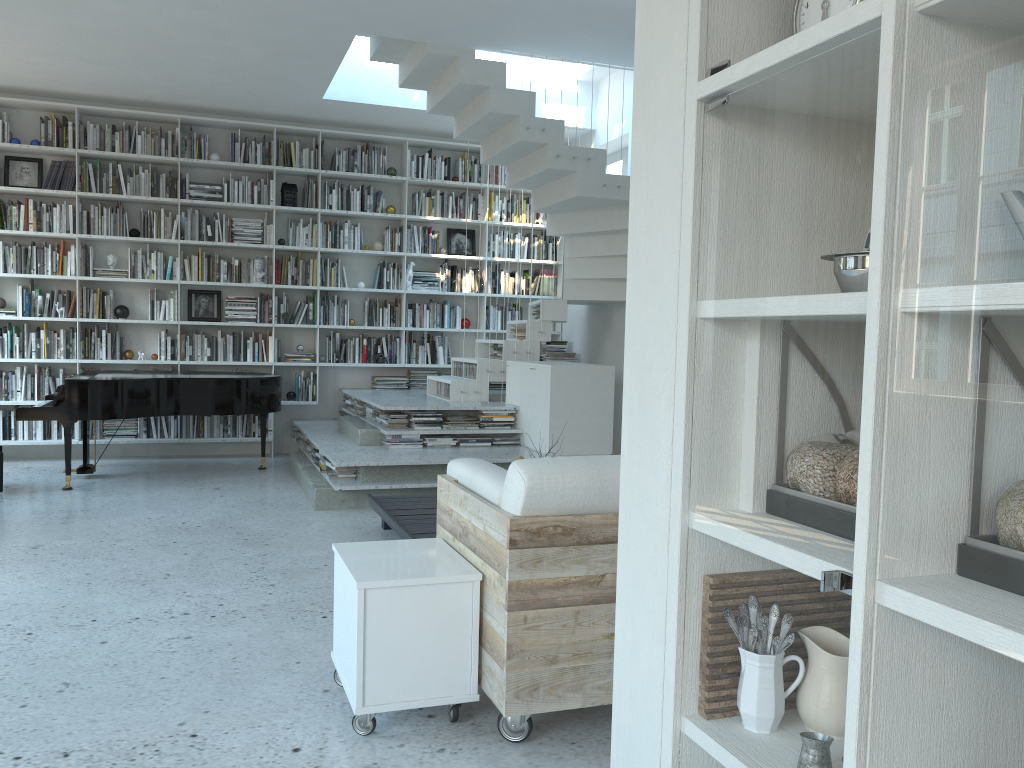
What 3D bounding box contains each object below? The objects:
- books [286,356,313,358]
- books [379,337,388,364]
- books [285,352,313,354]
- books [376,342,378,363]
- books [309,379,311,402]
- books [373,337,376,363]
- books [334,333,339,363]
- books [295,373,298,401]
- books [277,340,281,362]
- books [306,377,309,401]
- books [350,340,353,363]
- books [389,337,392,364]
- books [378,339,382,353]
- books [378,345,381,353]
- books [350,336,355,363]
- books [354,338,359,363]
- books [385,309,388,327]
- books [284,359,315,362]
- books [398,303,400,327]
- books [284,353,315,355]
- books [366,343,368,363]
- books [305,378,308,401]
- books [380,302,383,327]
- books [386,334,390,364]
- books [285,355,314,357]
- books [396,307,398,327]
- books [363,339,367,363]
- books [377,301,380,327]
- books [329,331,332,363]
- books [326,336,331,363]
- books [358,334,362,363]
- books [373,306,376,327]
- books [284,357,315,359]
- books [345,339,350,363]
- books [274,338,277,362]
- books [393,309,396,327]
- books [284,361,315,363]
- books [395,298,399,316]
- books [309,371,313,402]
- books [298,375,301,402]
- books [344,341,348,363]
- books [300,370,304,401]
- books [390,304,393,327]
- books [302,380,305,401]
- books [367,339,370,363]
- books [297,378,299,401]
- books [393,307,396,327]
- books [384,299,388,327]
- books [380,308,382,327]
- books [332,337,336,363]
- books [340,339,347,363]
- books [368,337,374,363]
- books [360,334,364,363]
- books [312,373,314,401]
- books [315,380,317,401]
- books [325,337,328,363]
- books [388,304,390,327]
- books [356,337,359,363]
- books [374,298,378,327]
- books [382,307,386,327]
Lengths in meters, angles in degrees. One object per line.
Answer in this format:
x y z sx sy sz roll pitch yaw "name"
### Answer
-2.070 -0.265 8.630 0.254 0.012 0.160 1 3 -14 "books"
-1.296 -0.341 8.944 0.070 0.266 0.185 0 4 -19 "books"
-2.067 -0.301 8.620 0.254 0.012 0.160 1 3 -10 "books"
-1.376 -0.315 8.928 0.022 0.211 0.135 0 4 -19 "books"
-1.977 0.060 8.627 0.011 0.212 0.178 0 4 -19 "books"
-1.397 -0.341 8.917 0.026 0.263 0.169 0 4 -19 "books"
-1.739 -0.358 8.775 0.030 0.294 0.188 0 4 -19 "books"
-2.093 0.032 8.602 0.005 0.264 0.162 0 4 -19 "books"
-2.272 -0.321 8.621 0.030 0.210 0.136 0 4 -19 "books"
-1.993 0.052 8.639 0.012 0.226 0.149 0 4 -19 "books"
-1.613 -0.325 8.845 0.024 0.228 0.159 0 4 -19 "books"
-1.245 -0.341 8.973 0.021 0.265 0.150 0 4 -19 "books"
-1.335 -0.333 8.937 0.012 0.249 0.164 0 4 -19 "books"
-1.352 -0.299 8.931 0.025 0.181 0.169 0 4 -19 "books"
-1.593 -0.344 8.848 0.014 0.268 0.171 0 4 -19 "books"
-1.560 -0.336 8.849 0.025 0.253 0.181 0 4 -19 "books"
-1.279 -0.665 8.921 0.019 0.183 0.190 0 4 -19 "books"
-2.071 -0.229 8.634 0.285 0.012 0.159 1 3 -14 "books"
-1.163 -0.695 8.987 0.019 0.241 0.134 0 4 -19 "books"
-2.069 -0.290 8.627 0.285 0.012 0.159 1 3 -15 "books"
-1.466 -0.329 8.897 0.025 0.238 0.156 0 4 -19 "books"
-2.005 0.053 8.618 0.026 0.225 0.175 0 4 -19 "books"
-1.323 -0.698 8.928 0.030 0.244 0.135 0 4 -19 "books"
-1.260 -0.355 8.966 0.013 0.294 0.134 0 4 -19 "books"
-2.067 -0.277 8.619 0.254 0.012 0.160 0 3 -19 "books"
-1.179 -0.676 8.963 0.013 0.204 0.158 0 4 -19 "books"
-1.488 -0.331 8.874 0.031 0.244 0.184 0 4 -19 "books"
-1.348 -0.699 8.888 0.018 0.251 0.183 0 4 -19 "books"
-1.793 -0.369 8.755 0.010 0.316 0.186 0 4 -19 "books"
-1.809 -0.342 8.751 0.023 0.262 0.186 0 4 -19 "books"
-1.525 -0.353 8.879 0.012 0.285 0.159 0 4 -19 "books"
-1.397 -0.681 8.914 0.031 0.209 0.122 0 4 -19 "books"
-2.069 -0.253 8.627 0.285 0.012 0.159 1 3 -16 "books"
-1.639 -0.329 8.840 0.029 0.235 0.142 0 4 -19 "books"
-2.298 -0.330 8.609 0.027 0.229 0.141 0 4 -19 "books"
-1.202 -0.663 8.936 0.016 0.180 0.189 0 4 -19 "books"
-2.070 -0.217 8.630 0.285 0.012 0.159 1 3 -16 "books"
-1.166 -0.721 8.956 0.007 0.296 0.162 0 4 -19 "books"
-1.963 0.023 8.637 0.021 0.285 0.172 0 4 -19 "books"
-2.069 0.042 8.602 0.014 0.246 0.176 0 4 -19 "books"
-1.655 -0.319 8.824 0.011 0.217 0.175 0 4 -19 "books"
-2.053 0.013 8.626 0.032 0.300 0.148 0 4 -19 "books"
-1.227 -0.690 8.953 0.021 0.232 0.155 0 4 -19 "books"
-2.032 0.063 8.635 0.013 0.202 0.139 0 4 -19 "books"
-1.447 -0.331 8.910 0.021 0.243 0.131 0 4 -19 "books"
-2.088 0.049 8.614 0.012 0.229 0.129 0 4 -19 "books"
-1.196 -0.677 8.967 0.016 0.205 0.141 0 4 -19 "books"
-1.267 -0.711 8.925 0.006 0.274 0.172 0 4 -19 "books"
-1.332 -0.665 8.896 0.018 0.182 0.182 0 4 -19 "books"
-1.765 -0.339 8.768 0.023 0.256 0.178 0 4 -19 "books"
-1.690 -0.327 8.810 0.065 0.231 0.162 0 4 -19 "books"
-1.419 -0.340 8.902 0.026 0.262 0.173 0 4 -19 "books"
-1.506 -0.356 8.862 0.012 0.293 0.175 0 4 -19 "books"
-1.953 0.029 8.664 0.015 0.271 0.157 0 4 -19 "books"
-1.929 0.061 8.673 0.012 0.206 0.160 0 4 -19 "books"
-1.832 -0.339 8.764 0.012 0.254 0.160 0 4 -19 "books"
-1.257 -0.689 8.929 0.018 0.229 0.181 0 4 -19 "books"
-1.551 -0.342 8.885 0.016 0.261 0.098 0 4 -19 "books"
-1.368 -0.718 8.907 0.007 0.285 0.159 0 4 -19 "books"
-1.296 -0.672 8.919 0.015 0.195 0.175 0 4 -19 "books"
